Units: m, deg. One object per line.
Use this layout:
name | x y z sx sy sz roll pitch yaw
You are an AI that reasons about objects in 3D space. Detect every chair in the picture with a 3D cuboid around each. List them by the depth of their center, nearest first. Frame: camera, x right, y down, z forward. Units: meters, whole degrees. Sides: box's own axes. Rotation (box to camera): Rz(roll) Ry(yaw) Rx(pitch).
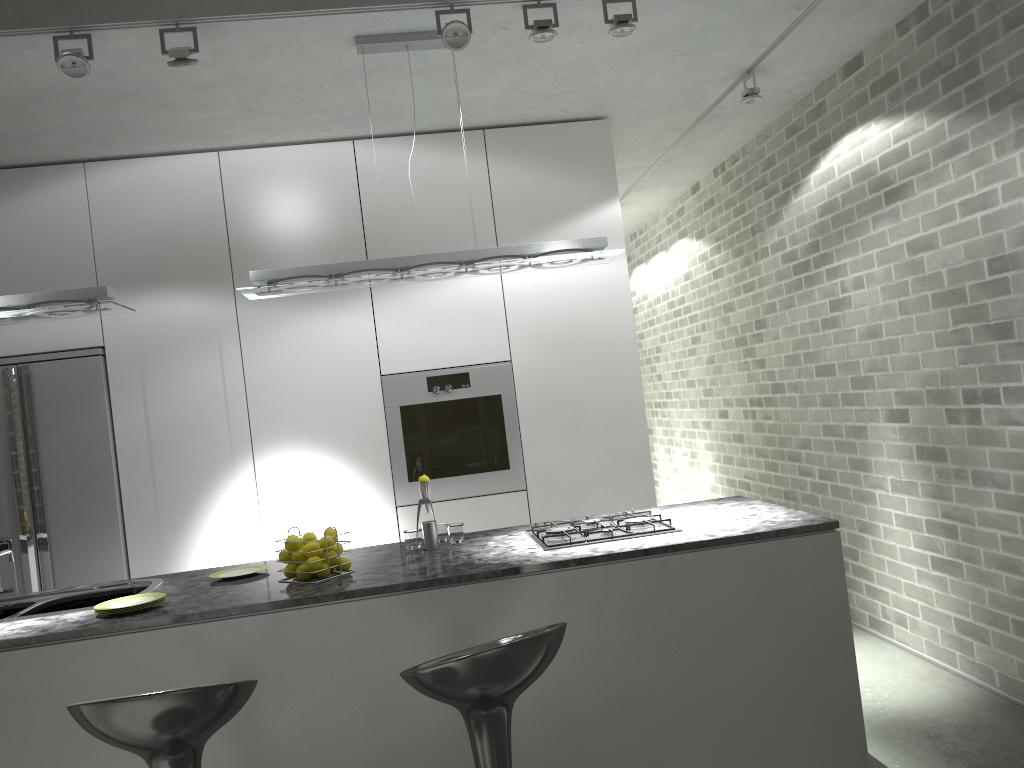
chair | -0.844 1.196 2.291 0.457 0.931 0.464 -7 -1 7
chair | -0.032 1.100 2.355 0.457 0.931 0.464 -6 -1 -26

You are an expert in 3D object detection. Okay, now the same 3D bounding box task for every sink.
sink | -1.821 0.580 3.191 0.987 1.023 0.546 -7 -1 -7

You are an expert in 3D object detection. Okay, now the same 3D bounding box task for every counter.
counter | -1.070 1.203 3.146 4.400 0.960 0.900 -7 -1 -7

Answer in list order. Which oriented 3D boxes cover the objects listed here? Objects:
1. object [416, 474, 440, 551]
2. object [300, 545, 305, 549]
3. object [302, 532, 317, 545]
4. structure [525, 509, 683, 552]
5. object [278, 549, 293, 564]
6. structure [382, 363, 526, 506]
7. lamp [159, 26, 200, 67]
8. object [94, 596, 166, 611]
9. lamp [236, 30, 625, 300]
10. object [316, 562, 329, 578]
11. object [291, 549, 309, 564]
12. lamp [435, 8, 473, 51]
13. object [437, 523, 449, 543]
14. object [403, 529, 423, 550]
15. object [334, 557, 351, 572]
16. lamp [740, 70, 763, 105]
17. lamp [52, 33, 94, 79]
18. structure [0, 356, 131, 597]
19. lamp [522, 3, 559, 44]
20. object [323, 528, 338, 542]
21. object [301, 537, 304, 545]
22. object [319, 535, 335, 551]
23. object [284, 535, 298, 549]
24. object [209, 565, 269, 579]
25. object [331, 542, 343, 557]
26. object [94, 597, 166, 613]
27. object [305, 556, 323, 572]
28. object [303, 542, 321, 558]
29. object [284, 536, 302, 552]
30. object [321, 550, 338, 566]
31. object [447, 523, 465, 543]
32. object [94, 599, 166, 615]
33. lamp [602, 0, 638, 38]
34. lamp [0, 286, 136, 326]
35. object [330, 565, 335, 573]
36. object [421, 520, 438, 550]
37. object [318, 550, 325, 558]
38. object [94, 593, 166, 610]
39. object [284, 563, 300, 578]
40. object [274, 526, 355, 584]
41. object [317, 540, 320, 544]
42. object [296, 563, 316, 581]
object | -0.316 0.489 3.404 0.101 0.288 0.088 -7 -1 23
object | -0.731 0.593 3.113 0.064 0.053 0.051 -7 -1 -14
object | -0.707 0.544 3.098 0.051 0.053 0.063 -7 -1 -15
structure | 0.324 0.537 3.326 0.500 0.038 0.500 -7 -1 -7
object | -0.783 0.600 3.088 0.063 0.051 0.053 -8 -1 42
structure | -0.304 0.265 4.714 0.692 0.680 0.036 -7 -1 -7
lamp | -1.194 -1.204 3.196 0.115 0.151 0.115 -8 -1 36
object | -1.240 0.717 2.884 0.216 0.017 0.217 -7 -1 26
lamp | -0.366 -0.907 3.542 1.490 0.964 0.290 -7 -1 -7
object | -0.649 0.638 3.042 0.051 0.053 0.063 -7 -1 -9
object | -0.730 0.595 3.056 0.062 0.053 0.052 -6 -1 -45
lamp | -0.211 -1.319 3.286 0.131 0.154 0.098 -7 -1 -7
object | -0.288 0.597 3.558 0.063 0.070 0.064 -7 -1 31
object | -0.385 0.608 3.472 0.063 0.070 0.064 -7 -1 31
object | -0.593 0.632 3.109 0.053 0.052 0.062 -7 -1 23
lamp | 1.190 -1.478 4.434 0.109 0.132 0.109 -8 -1 35
lamp | -1.549 -1.163 3.132 0.115 0.151 0.115 -8 -1 36
structure | -2.342 0.844 4.484 0.743 1.900 0.160 -7 -1 -7
lamp | 0.110 -1.366 3.343 0.109 0.135 0.109 -8 -1 41
object | -0.641 0.539 3.137 0.050 0.060 0.059 -7 -1 -17
object | -0.738 0.569 3.155 0.053 0.051 0.063 -7 -1 29
object | -0.641 0.551 3.070 0.051 0.053 0.063 -7 -1 -4
object | -0.772 0.560 3.113 0.052 0.060 0.057 -6 -1 -29
object | -1.020 0.708 3.318 0.216 0.017 0.217 -7 -1 19
object | -0.622 0.585 3.122 0.053 0.054 0.061 -7 -1 29
object | -1.239 0.722 2.884 0.216 0.017 0.217 -7 -1 26
object | -0.672 0.612 3.007 0.061 0.054 0.052 -6 -1 -40
object | -0.685 0.567 3.033 0.061 0.052 0.053 -7 -1 -4
object | -0.755 0.553 3.063 0.063 0.051 0.053 -7 -1 31
object | -0.633 0.601 3.064 0.061 0.055 0.051 -6 -1 -38
object | -0.219 0.588 3.496 0.064 0.070 0.063 -7 -1 1
object | -1.239 0.727 2.884 0.216 0.017 0.217 -7 -1 26
lamp | 0.414 -1.402 3.379 0.109 0.135 0.109 -8 -1 41
lamp | -2.275 -0.683 3.312 1.490 0.964 0.290 -7 -1 -7
object | -0.650 0.642 3.123 0.050 0.055 0.061 -7 -1 29
object | -0.311 0.579 3.390 0.060 0.106 0.060 -7 -1 -13
object | -0.662 0.601 3.075 0.051 0.053 0.062 -7 -1 -9
object | -1.240 0.713 2.884 0.216 0.017 0.217 -7 -1 26
object | -0.761 0.645 3.075 0.060 0.057 0.052 -7 -1 -15
object | -0.692 0.586 3.100 0.207 0.174 0.189 -8 -1 38
object | -0.676 0.573 3.131 0.055 0.051 0.061 -6 -1 -22
object | -0.707 0.644 3.047 0.064 0.063 0.074 -7 -1 4
